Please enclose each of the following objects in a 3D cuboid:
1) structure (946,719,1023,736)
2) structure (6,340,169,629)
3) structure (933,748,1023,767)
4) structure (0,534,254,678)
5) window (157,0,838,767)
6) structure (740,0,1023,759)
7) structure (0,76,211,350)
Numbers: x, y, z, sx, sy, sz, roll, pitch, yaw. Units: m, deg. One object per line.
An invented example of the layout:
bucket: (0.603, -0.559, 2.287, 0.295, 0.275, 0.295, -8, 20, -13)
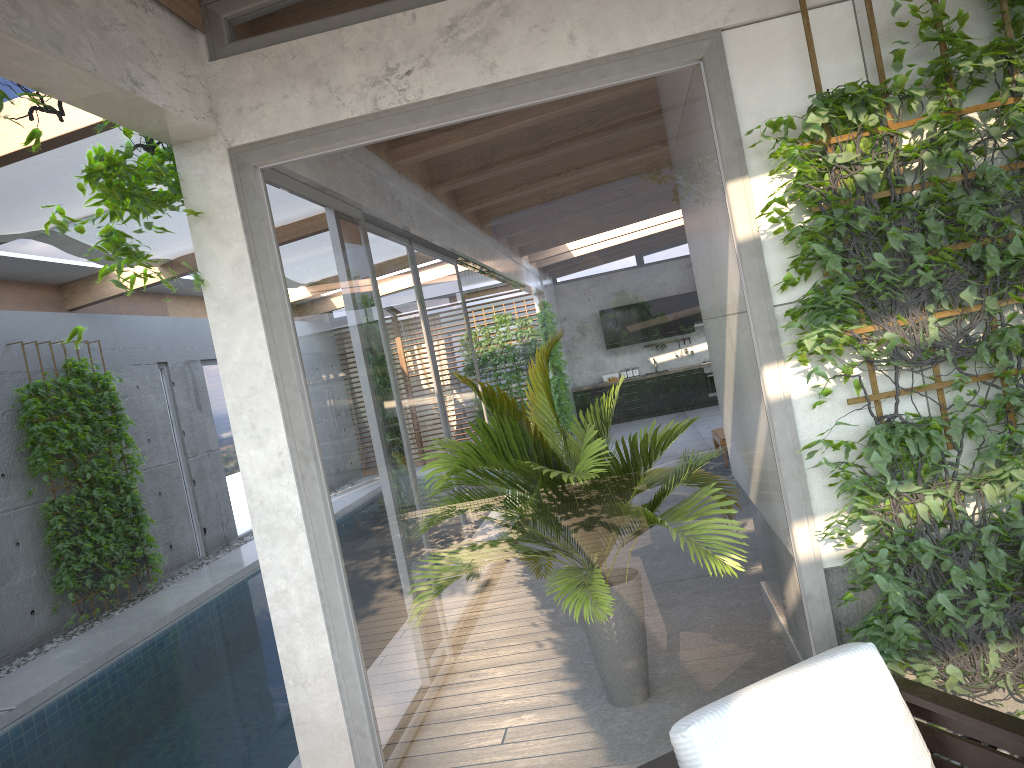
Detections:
structure: (2.283, 0.878, 4.086, 2.012, 0.595, 2.203, -11, 2, 8)
structure: (-1.594, 0.268, 12.266, 2.739, 2.687, 10.282, -10, 2, 25)
structure: (1.669, 1.203, 2.893, 0.928, 0.044, 0.231, -11, 2, 8)
structure: (-3.918, 2.243, 9.636, 0.477, 0.068, 13.673, -11, 2, 8)
window: (2.759, -1.026, 10.691, 14.294, 3.764, 23.280, -11, 2, 8)
structure: (1.783, -0.134, 2.857, 1.851, 2.669, 0.500, -11, 2, 9)
structure: (-1.628, -1.127, 3.247, 0.918, 2.054, 1.822, -11, 2, 5)
